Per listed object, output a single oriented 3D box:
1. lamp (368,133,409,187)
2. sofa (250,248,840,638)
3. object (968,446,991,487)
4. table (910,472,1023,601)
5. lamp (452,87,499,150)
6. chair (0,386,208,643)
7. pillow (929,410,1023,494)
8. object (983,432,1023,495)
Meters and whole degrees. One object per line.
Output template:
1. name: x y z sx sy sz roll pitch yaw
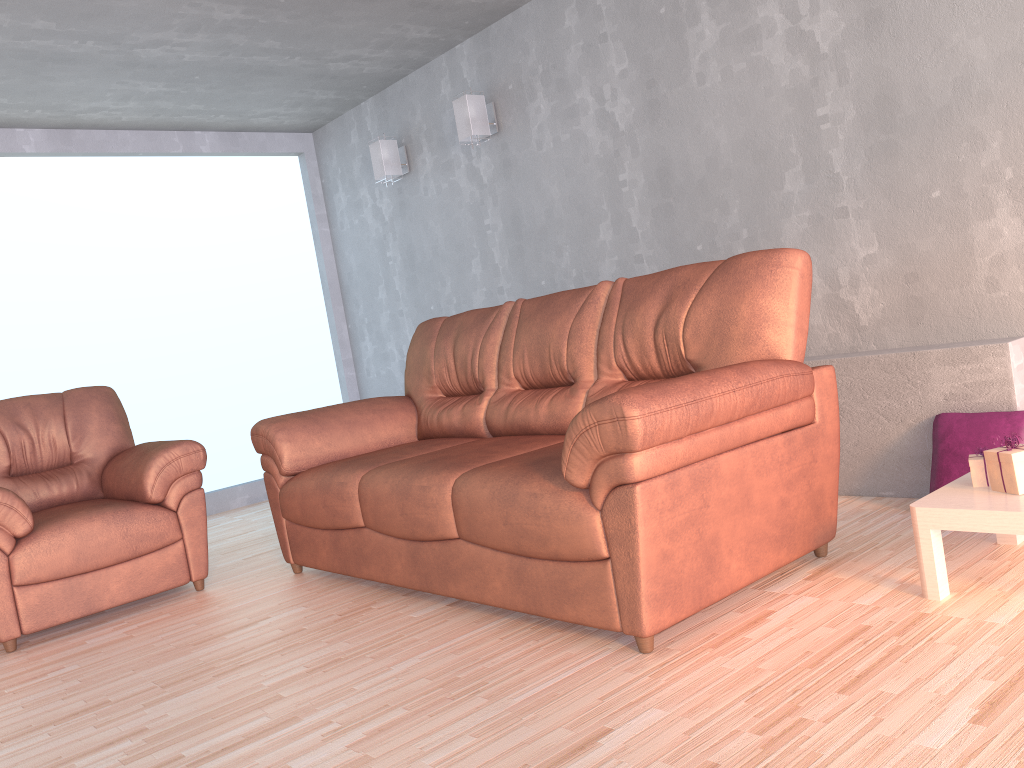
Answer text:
1. lamp: -0.767 -1.389 5.508 0.168 0.319 0.165 -12 4 -40
2. sofa: -0.040 0.158 3.189 0.981 0.923 2.202 -12 4 -40
3. object: 1.274 0.208 2.315 0.152 0.105 0.080 -8 4 19
4. table: 1.396 0.366 2.212 0.548 0.241 0.548 -12 4 -40
5. lamp: -0.201 -1.444 4.831 0.177 0.319 0.165 -12 4 -40
6. chair: -1.896 0.465 3.725 0.970 0.879 0.936 -13 4 -40
7. pillow: 1.548 0.263 2.920 0.327 0.326 0.241 -6 5 44
8. object: 1.260 0.193 2.216 0.102 0.147 0.099 -10 3 -11
